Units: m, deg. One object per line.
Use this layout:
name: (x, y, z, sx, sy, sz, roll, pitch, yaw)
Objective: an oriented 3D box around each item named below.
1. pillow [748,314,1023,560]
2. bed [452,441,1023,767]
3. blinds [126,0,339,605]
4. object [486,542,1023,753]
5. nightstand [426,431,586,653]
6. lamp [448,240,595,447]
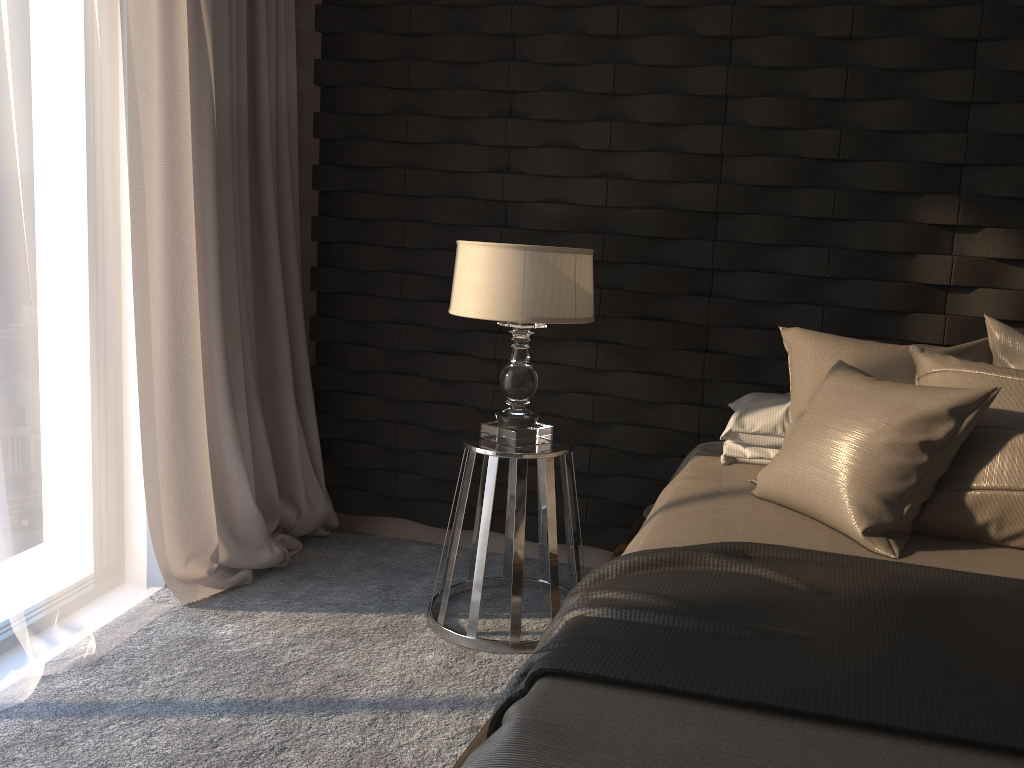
pillow: (1.241, 0.099, 2.231, 1.221, 0.517, 0.929, 6, 9, 17)
bed: (1.114, 0.703, 1.923, 2.227, 0.623, 2.365, 7, 9, 17)
blinds: (-0.891, -0.626, 3.019, 0.335, 2.634, 1.017, 4, 8, 10)
object: (0.964, 0.586, 1.461, 1.999, 0.321, 0.636, 6, 9, 14)
nightstand: (0.009, 0.482, 2.912, 0.527, 0.602, 0.576, 8, 10, 29)
lamp: (0.028, -0.130, 2.831, 0.491, 0.629, 0.441, -4, 11, -40)
